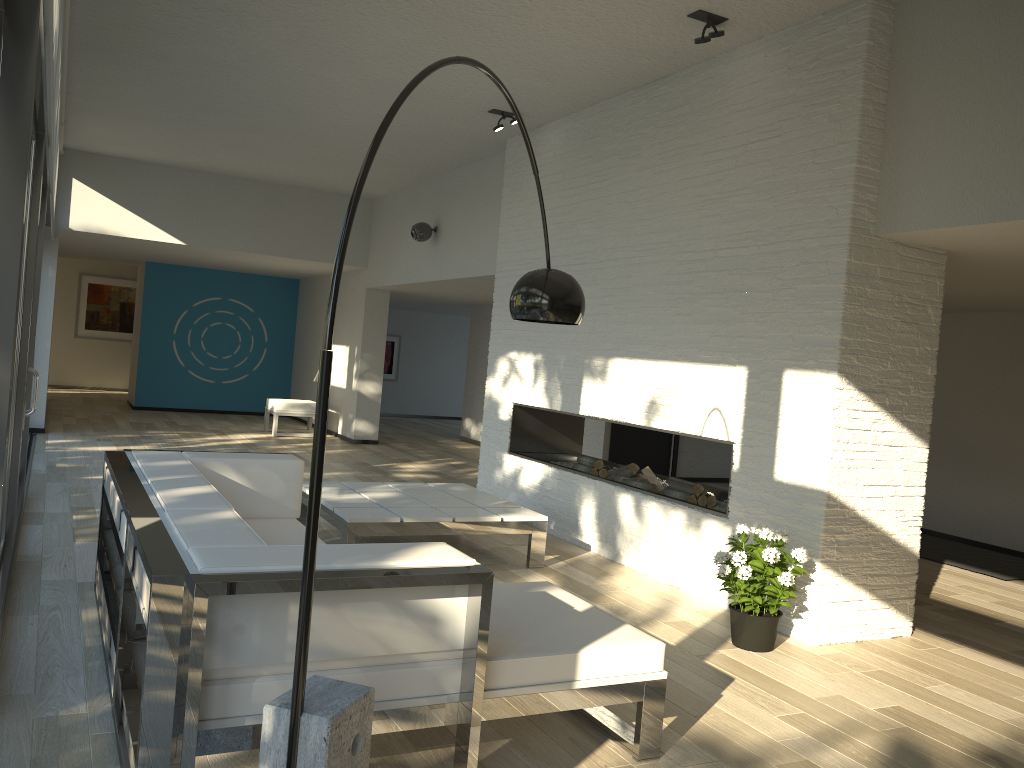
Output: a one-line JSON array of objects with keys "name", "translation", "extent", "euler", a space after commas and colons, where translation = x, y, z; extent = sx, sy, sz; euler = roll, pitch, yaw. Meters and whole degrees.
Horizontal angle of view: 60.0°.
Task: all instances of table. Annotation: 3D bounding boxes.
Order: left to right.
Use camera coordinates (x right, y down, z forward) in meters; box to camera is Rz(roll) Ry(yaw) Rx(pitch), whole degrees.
[{"name": "table", "translation": [-0.617, 0.864, 5.537], "extent": [1.220, 0.305, 1.221], "euler": [4, 2, -27]}]

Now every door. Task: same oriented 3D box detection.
[{"name": "door", "translation": [-2.464, -0.186, 6.358], "extent": [19.432, 2.373, 22.962], "euler": [4, 2, -27]}, {"name": "door", "translation": [1.505, 0.101, 9.805], "extent": [0.920, 1.947, 0.108], "euler": [4, 1, -27]}]

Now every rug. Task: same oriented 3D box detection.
[{"name": "rug", "translation": [3.343, 1.304, 7.158], "extent": [0.978, 0.011, 2.000], "euler": [4, 2, -27]}]

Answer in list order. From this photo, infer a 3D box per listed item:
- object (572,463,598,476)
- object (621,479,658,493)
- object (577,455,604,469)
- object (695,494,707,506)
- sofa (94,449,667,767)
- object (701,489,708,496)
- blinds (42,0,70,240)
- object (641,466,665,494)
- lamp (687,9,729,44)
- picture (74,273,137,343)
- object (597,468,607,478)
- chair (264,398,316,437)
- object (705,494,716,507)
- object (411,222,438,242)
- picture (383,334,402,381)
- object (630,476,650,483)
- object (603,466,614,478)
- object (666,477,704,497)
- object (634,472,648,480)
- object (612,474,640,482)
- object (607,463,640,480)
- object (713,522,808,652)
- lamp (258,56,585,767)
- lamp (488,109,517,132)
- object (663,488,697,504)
[{"name": "object", "translation": [0.530, 0.632, 6.480], "extent": [0.075, 0.074, 0.246], "euler": [4, 2, -29]}, {"name": "object", "translation": [0.831, 0.676, 5.817], "extent": [0.246, 0.074, 0.075], "euler": [6, 2, 41]}, {"name": "object", "translation": [0.572, 0.571, 6.495], "extent": [0.082, 0.073, 0.237], "euler": [4, 2, -28]}, {"name": "object", "translation": [1.108, 0.708, 5.520], "extent": [0.076, 0.076, 0.236], "euler": [4, 2, -29]}, {"name": "sofa", "translation": [-0.699, 0.742, 3.436], "extent": [1.545, 0.654, 2.405], "euler": [4, 2, -27]}, {"name": "object", "translation": [1.133, 0.668, 5.570], "extent": [0.064, 0.060, 0.229], "euler": [4, 2, -26]}, {"name": "blinds", "translation": [-2.208, -1.654, 4.321], "extent": [0.056, 0.984, 11.536], "euler": [4, 2, -27]}, {"name": "object", "translation": [0.940, 0.638, 5.883], "extent": [0.064, 0.165, 0.226], "euler": [4, 1, -29]}, {"name": "lamp", "translation": [1.008, -1.803, 4.563], "extent": [0.234, 0.153, 0.135], "euler": [4, 1, -27]}, {"name": "picture", "translation": [-7.298, -1.384, 16.405], "extent": [1.377, 1.191, 0.017], "euler": [4, 1, -27]}, {"name": "object", "translation": [0.601, 0.638, 6.503], "extent": [0.076, 0.076, 0.236], "euler": [4, 2, -29]}, {"name": "chair", "translation": [-2.842, 0.440, 11.536], "extent": [0.611, 0.442, 0.610], "euler": [4, 1, -27]}, {"name": "object", "translation": [1.173, 0.713, 5.566], "extent": [0.082, 0.073, 0.237], "euler": [4, 2, -28]}, {"name": "object", "translation": [-0.880, -1.547, 9.068], "extent": [0.315, 0.203, 0.201], "euler": [4, 1, -27]}, {"name": "picture", "translation": [-2.457, -0.492, 15.849], "extent": [0.958, 0.828, 0.017], "euler": [4, 1, -27]}, {"name": "object", "translation": [0.847, 0.672, 6.026], "extent": [0.076, 0.076, 0.236], "euler": [4, 2, -29]}, {"name": "object", "translation": [0.666, 0.642, 6.548], "extent": [0.082, 0.073, 0.237], "euler": [4, 2, -28]}, {"name": "object", "translation": [1.074, 0.639, 5.515], "extent": [0.093, 0.088, 0.260], "euler": [4, 2, -29]}, {"name": "object", "translation": [0.872, 0.631, 6.075], "extent": [0.064, 0.060, 0.229], "euler": [4, 2, -26]}, {"name": "object", "translation": [0.776, 0.667, 6.003], "extent": [0.075, 0.074, 0.246], "euler": [4, 2, -29]}, {"name": "object", "translation": [0.766, 0.615, 6.108], "extent": [0.093, 0.170, 0.272], "euler": [4, 1, -29]}, {"name": "object", "translation": [1.132, 0.928, 4.091], "extent": [0.405, 0.571, 0.431], "euler": [5, 1, -6]}, {"name": "lamp", "translation": [-0.097, 0.122, 2.591], "extent": [0.283, 2.024, 1.753], "euler": [5, 1, 15]}, {"name": "lamp", "translation": [-0.055, -1.952, 6.623], "extent": [0.234, 0.153, 0.135], "euler": [4, 1, -27]}, {"name": "object", "translation": [1.037, 0.703, 5.498], "extent": [0.075, 0.074, 0.246], "euler": [4, 2, -29]}]
